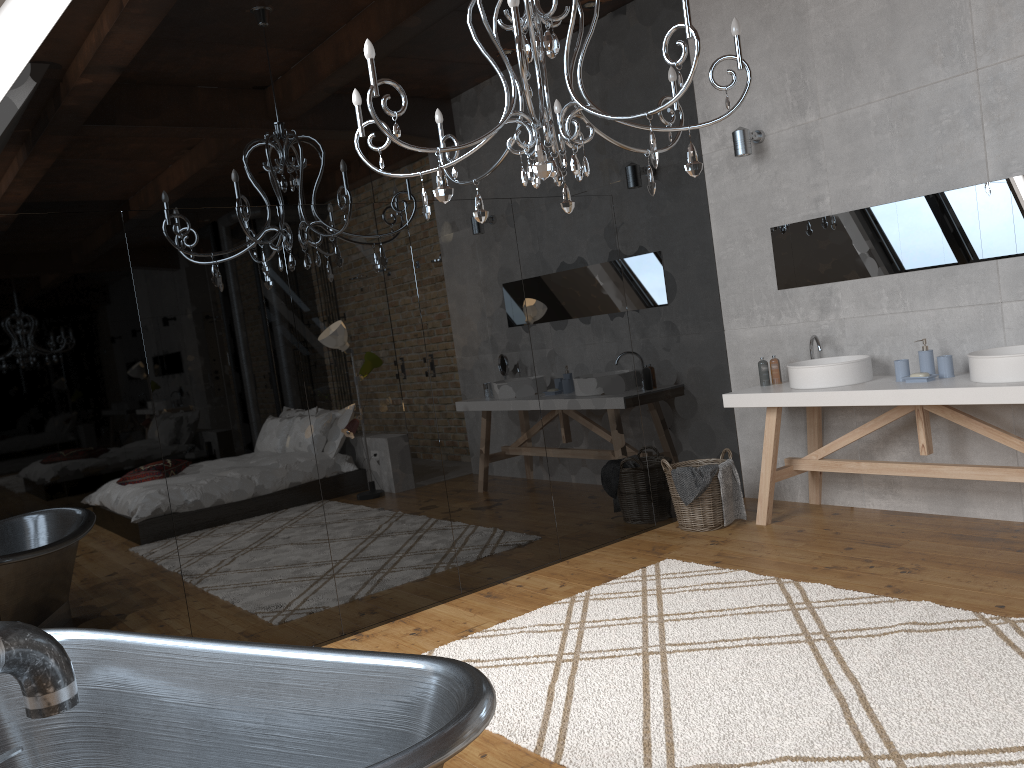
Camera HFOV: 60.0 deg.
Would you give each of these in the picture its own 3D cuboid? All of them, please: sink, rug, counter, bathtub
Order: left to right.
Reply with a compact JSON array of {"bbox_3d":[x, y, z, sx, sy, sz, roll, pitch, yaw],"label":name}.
[{"bbox_3d":[-0.831,0.986,2.096,1.811,0.652,0.872,-6,4,26],"label":"bathtub"},{"bbox_3d":[1.749,-0.066,4.883,0.445,0.128,0.442,-5,5,36],"label":"sink"},{"bbox_3d":[1.061,0.991,2.853,1.726,0.019,3.139,-11,5,-36],"label":"rug"},{"bbox_3d":[2.109,0.359,4.508,0.630,0.765,2.011,-11,5,-36],"label":"counter"},{"bbox_3d":[2.345,-0.098,4.076,0.442,0.128,0.445,-7,4,18],"label":"sink"}]

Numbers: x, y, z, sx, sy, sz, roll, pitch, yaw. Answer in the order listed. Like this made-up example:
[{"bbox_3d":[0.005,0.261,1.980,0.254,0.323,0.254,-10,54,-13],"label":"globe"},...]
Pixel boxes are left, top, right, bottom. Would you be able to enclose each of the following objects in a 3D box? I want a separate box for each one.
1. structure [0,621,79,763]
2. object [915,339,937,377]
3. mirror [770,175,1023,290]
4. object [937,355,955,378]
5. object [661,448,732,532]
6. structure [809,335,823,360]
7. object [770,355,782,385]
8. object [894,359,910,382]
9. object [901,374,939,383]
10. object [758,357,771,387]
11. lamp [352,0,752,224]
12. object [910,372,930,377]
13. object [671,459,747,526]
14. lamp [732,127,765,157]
[{"bbox_3d":[-0.943,0.904,1.691,0.169,0.897,0.370,-6,4,32],"label":"structure"},{"bbox_3d":[2.117,-0.131,4.532,0.076,0.201,0.076,-11,5,-43],"label":"object"},{"bbox_3d":[2.129,-0.783,4.615,0.007,0.377,1.838,-11,5,-36],"label":"mirror"},{"bbox_3d":[2.174,-0.087,4.447,0.075,0.108,0.075,-9,4,-16],"label":"object"},{"bbox_3d":[1.109,0.623,5.222,0.393,0.432,0.393,-12,5,-44],"label":"object"},{"bbox_3d":[1.731,-0.148,5.105,0.141,0.268,0.242,-10,4,-31],"label":"structure"},{"bbox_3d":[1.556,-0.083,5.236,0.058,0.172,0.058,-5,5,39],"label":"object"},{"bbox_3d":[2.003,-0.069,4.550,0.075,0.108,0.075,-8,4,-1],"label":"object"},{"bbox_3d":[2.038,-0.026,4.431,0.100,0.031,0.147,-11,4,-34],"label":"object"},{"bbox_3d":[1.483,-0.072,5.221,0.058,0.172,0.058,-6,4,33],"label":"object"},{"bbox_3d":[0.066,-1.489,3.327,1.409,1.594,1.409,-9,4,-14],"label":"lamp"},{"bbox_3d":[2.037,-0.040,4.429,0.067,0.035,0.084,-11,4,-34],"label":"object"},{"bbox_3d":[1.101,0.637,5.175,0.357,0.361,0.378,-10,4,-31],"label":"object"},{"bbox_3d":[1.405,-1.437,5.249,0.243,0.168,0.101,-11,5,-36],"label":"lamp"}]
